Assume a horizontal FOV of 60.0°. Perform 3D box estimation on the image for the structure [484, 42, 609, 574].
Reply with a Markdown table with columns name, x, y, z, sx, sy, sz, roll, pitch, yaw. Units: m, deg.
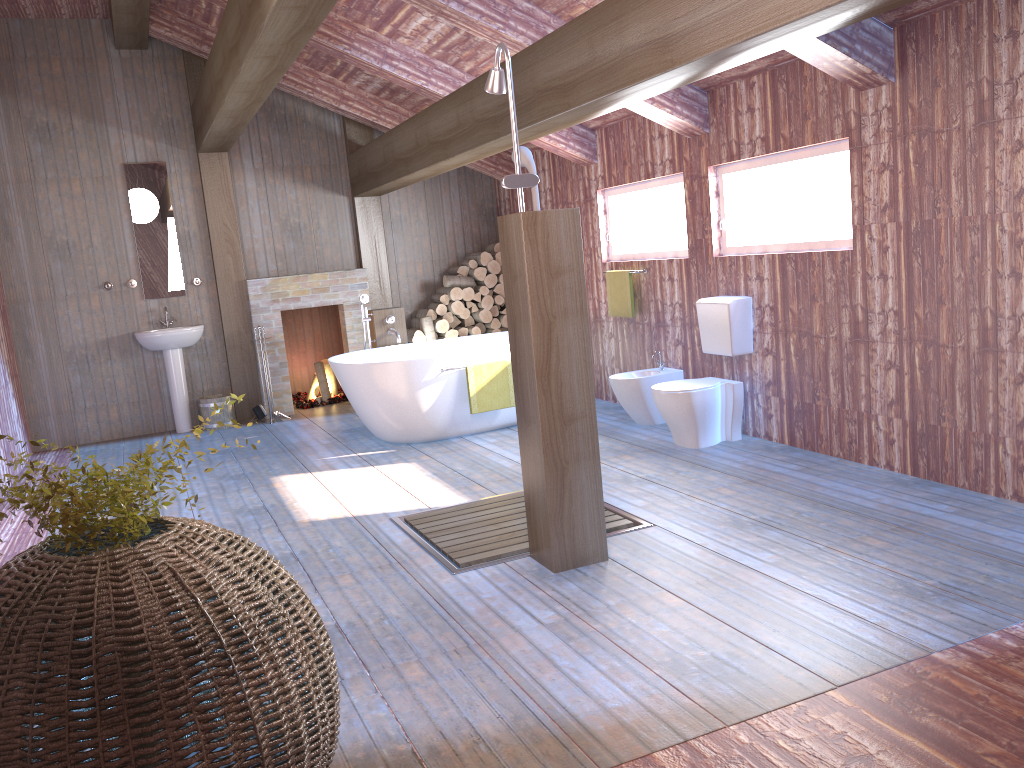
| name | x | y | z | sx | sy | sz | roll | pitch | yaw |
| --- | --- | --- | --- | --- | --- | --- | --- | --- | --- |
| structure | 0.136 | -0.334 | 3.768 | 0.328 | 2.209 | 0.522 | -6 | 8 | -2 |

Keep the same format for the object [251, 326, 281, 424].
| name | x | y | z | sx | sy | sz | roll | pitch | yaw |
| --- | --- | --- | --- | --- | --- | --- | --- | --- | --- |
| object | -2.286 | -0.092 | 8.121 | 0.276 | 0.888 | 0.333 | -3 | 9 | 19 |

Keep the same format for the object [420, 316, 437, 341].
| name | x | y | z | sx | sy | sz | roll | pitch | yaw |
| --- | --- | --- | --- | --- | --- | --- | --- | --- | --- |
| object | -0.806 | -0.508 | 8.594 | 0.147 | 0.298 | 0.109 | -9 | 9 | -19 |

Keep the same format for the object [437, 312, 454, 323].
| name | x | y | z | sx | sy | sz | roll | pitch | yaw |
| --- | --- | --- | --- | --- | --- | --- | --- | --- | --- |
| object | -0.687 | -0.664 | 8.826 | 0.111 | 0.113 | 0.301 | -9 | 9 | -23 |

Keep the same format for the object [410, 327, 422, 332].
| name | x | y | z | sx | sy | sz | roll | pitch | yaw |
| --- | --- | --- | --- | --- | --- | --- | --- | --- | --- |
| object | -0.943 | -0.516 | 8.839 | 0.099 | 0.093 | 0.280 | -9 | 9 | -21 |

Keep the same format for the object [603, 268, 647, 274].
| name | x | y | z | sx | sy | sz | roll | pitch | yaw |
| --- | --- | --- | --- | --- | --- | --- | --- | --- | --- |
| object | 0.860 | -0.870 | 6.887 | 0.091 | 0.043 | 0.581 | -9 | 9 | -22 |

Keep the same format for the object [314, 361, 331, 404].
| name | x | y | z | sx | sy | sz | roll | pitch | yaw |
| --- | --- | --- | --- | --- | --- | --- | --- | --- | --- |
| object | -1.899 | -0.008 | 8.917 | 0.098 | 0.434 | 0.283 | -9 | 9 | -24 |

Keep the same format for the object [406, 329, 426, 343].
| name | x | y | z | sx | sy | sz | roll | pitch | yaw |
| --- | --- | --- | --- | --- | --- | --- | --- | --- | --- |
| object | -0.987 | -0.469 | 8.718 | 0.139 | 0.137 | 0.455 | -9 | 9 | -24 |

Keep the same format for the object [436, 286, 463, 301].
| name | x | y | z | sx | sy | sz | roll | pitch | yaw |
| --- | --- | --- | --- | --- | --- | --- | --- | --- | --- |
| object | -0.621 | -0.901 | 8.822 | 0.135 | 0.145 | 0.439 | -9 | 9 | -22 |

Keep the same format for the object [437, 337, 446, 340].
| name | x | y | z | sx | sy | sz | roll | pitch | yaw |
| --- | --- | --- | --- | --- | --- | --- | --- | --- | --- |
| object | -0.779 | -0.384 | 8.833 | 0.155 | 0.174 | 0.483 | -9 | 9 | -24 |

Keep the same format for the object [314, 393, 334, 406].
| name | x | y | z | sx | sy | sz | roll | pitch | yaw |
| --- | --- | --- | --- | --- | --- | --- | --- | --- | --- |
| object | -1.894 | 0.153 | 8.947 | 0.085 | 0.084 | 0.278 | -2 | 9 | 24 |

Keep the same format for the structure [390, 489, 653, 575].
| name | x | y | z | sx | sy | sz | roll | pitch | yaw |
| --- | --- | --- | --- | --- | --- | --- | --- | --- | --- |
| structure | 0.011 | 0.711 | 4.422 | 1.000 | 0.067 | 1.000 | -9 | 9 | -22 |

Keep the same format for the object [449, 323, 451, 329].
| name | x | y | z | sx | sy | sz | roll | pitch | yaw |
| --- | --- | --- | --- | --- | --- | --- | --- | --- | --- |
| object | -0.673 | -0.585 | 8.841 | 0.064 | 0.068 | 0.174 | -9 | 9 | -23 |

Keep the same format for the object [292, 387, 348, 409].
| name | x | y | z | sx | sy | sz | roll | pitch | yaw |
| --- | --- | --- | --- | --- | --- | --- | --- | --- | --- |
| object | -1.999 | 0.134 | 9.239 | 0.829 | 0.085 | 0.935 | -13 | 11 | -40 |

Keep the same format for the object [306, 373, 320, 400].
| name | x | y | z | sx | sy | sz | roll | pitch | yaw |
| --- | --- | --- | --- | --- | --- | --- | --- | --- | --- |
| object | -2.009 | 0.039 | 9.056 | 0.221 | 0.306 | 0.121 | -5 | 9 | 5 |

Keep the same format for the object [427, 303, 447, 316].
| name | x | y | z | sx | sy | sz | roll | pitch | yaw |
| --- | --- | --- | --- | --- | --- | --- | --- | --- | --- |
| object | -0.741 | -0.742 | 8.776 | 0.115 | 0.123 | 0.291 | -9 | 9 | -21 |

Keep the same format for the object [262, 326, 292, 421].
| name | x | y | z | sx | sy | sz | roll | pitch | yaw |
| --- | --- | --- | --- | --- | --- | --- | --- | --- | --- |
| object | -2.191 | -0.094 | 8.092 | 0.206 | 0.871 | 0.126 | -2 | 9 | 20 |

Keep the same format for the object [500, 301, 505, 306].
| name | x | y | z | sx | sy | sz | roll | pitch | yaw |
| --- | --- | --- | --- | --- | --- | --- | --- | --- | --- |
| object | -0.133 | -0.825 | 9.025 | 0.067 | 0.069 | 0.177 | -9 | 9 | -22 |

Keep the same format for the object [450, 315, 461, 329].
| name | x | y | z | sx | sy | sz | roll | pitch | yaw |
| --- | --- | --- | --- | --- | --- | --- | --- | --- | --- |
| object | -0.624 | -0.637 | 8.951 | 0.128 | 0.150 | 0.323 | -9 | 9 | -22 |

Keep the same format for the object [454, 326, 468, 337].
| name | x | y | z | sx | sy | sz | roll | pitch | yaw |
| --- | --- | --- | --- | --- | --- | --- | --- | --- | --- |
| object | -0.539 | -0.521 | 8.899 | 0.114 | 0.120 | 0.303 | -9 | 9 | -21 |

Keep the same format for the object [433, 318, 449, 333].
| name | x | y | z | sx | sy | sz | roll | pitch | yaw |
| --- | --- | --- | --- | --- | --- | --- | --- | --- | --- |
| object | -0.758 | -0.586 | 8.794 | 0.138 | 0.147 | 0.440 | -9 | 9 | -22 |

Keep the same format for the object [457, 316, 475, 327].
| name | x | y | z | sx | sy | sz | roll | pitch | yaw |
| --- | --- | --- | --- | --- | --- | --- | --- | --- | --- |
| object | -0.486 | -0.644 | 9.012 | 0.104 | 0.127 | 0.321 | -9 | 9 | -22 |

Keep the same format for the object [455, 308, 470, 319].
| name | x | y | z | sx | sy | sz | roll | pitch | yaw |
| --- | --- | --- | --- | --- | --- | --- | --- | --- | --- |
| object | -0.521 | -0.714 | 8.877 | 0.115 | 0.123 | 0.291 | -9 | 9 | -21 |

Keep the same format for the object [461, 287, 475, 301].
| name | x | y | z | sx | sy | sz | roll | pitch | yaw |
| --- | --- | --- | --- | --- | --- | --- | --- | --- | --- |
| object | -0.515 | -0.904 | 8.868 | 0.138 | 0.147 | 0.440 | -9 | 9 | -22 |

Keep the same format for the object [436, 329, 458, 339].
| name | x | y | z | sx | sy | sz | roll | pitch | yaw |
| --- | --- | --- | --- | --- | --- | --- | --- | --- | --- |
| object | -0.673 | -0.493 | 8.857 | 0.139 | 0.148 | 0.458 | -9 | 9 | -22 |

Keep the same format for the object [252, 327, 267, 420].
| name | x | y | z | sx | sy | sz | roll | pitch | yaw |
| --- | --- | --- | --- | --- | --- | --- | --- | --- | --- |
| object | -2.331 | -0.087 | 8.046 | 0.136 | 0.846 | 0.062 | -13 | 11 | -41 |

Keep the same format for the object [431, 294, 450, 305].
| name | x | y | z | sx | sy | sz | roll | pitch | yaw |
| --- | --- | --- | --- | --- | --- | --- | --- | --- | --- |
| object | -0.707 | -0.840 | 8.797 | 0.106 | 0.112 | 0.282 | -9 | 9 | -21 |

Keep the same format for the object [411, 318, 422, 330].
| name | x | y | z | sx | sy | sz | roll | pitch | yaw |
| --- | --- | --- | --- | --- | --- | --- | --- | --- | --- |
| object | -0.914 | -0.603 | 8.844 | 0.108 | 0.113 | 0.302 | -9 | 9 | -22 |

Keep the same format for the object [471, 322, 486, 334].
| name | x | y | z | sx | sy | sz | roll | pitch | yaw |
| --- | --- | --- | --- | --- | --- | --- | --- | --- | --- |
| object | -0.381 | -0.575 | 9.065 | 0.116 | 0.118 | 0.289 | -9 | 9 | -24 |

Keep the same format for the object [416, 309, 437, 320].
| name | x | y | z | sx | sy | sz | roll | pitch | yaw |
| --- | --- | --- | --- | --- | --- | --- | --- | --- | --- |
| object | -0.851 | -0.687 | 8.787 | 0.114 | 0.113 | 0.301 | -9 | 9 | -24 |

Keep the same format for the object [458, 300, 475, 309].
| name | x | y | z | sx | sy | sz | roll | pitch | yaw |
| --- | --- | --- | --- | --- | --- | --- | --- | --- | --- |
| object | -0.463 | -0.801 | 8.896 | 0.088 | 0.092 | 0.280 | -9 | 9 | -21 |

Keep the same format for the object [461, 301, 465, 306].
| name | x | y | z | sx | sy | sz | roll | pitch | yaw |
| --- | --- | --- | --- | --- | --- | --- | --- | --- | --- |
| object | -0.527 | -0.797 | 8.852 | 0.057 | 0.061 | 0.156 | -9 | 9 | -23 |

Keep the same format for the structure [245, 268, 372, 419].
| name | x | y | z | sx | sy | sz | roll | pitch | yaw |
| --- | --- | --- | --- | --- | --- | --- | --- | --- | --- |
| structure | -1.895 | -0.395 | 8.519 | 1.130 | 1.330 | 0.226 | -9 | 9 | -22 |

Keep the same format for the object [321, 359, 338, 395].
| name | x | y | z | sx | sy | sz | roll | pitch | yaw |
| --- | --- | --- | --- | --- | --- | --- | --- | --- | --- |
| object | -1.888 | -0.032 | 9.169 | 0.140 | 0.459 | 0.266 | -6 | 9 | -5 |

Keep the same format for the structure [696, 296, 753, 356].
| name | x | y | z | sx | sy | sz | roll | pitch | yaw |
| --- | --- | --- | --- | --- | --- | --- | --- | --- | --- |
| structure | 1.364 | -0.375 | 5.688 | 0.182 | 0.363 | 0.358 | -9 | 9 | -21 |

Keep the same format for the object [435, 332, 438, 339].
| name | x | y | z | sx | sy | sz | roll | pitch | yaw |
| --- | --- | --- | --- | --- | --- | --- | --- | --- | --- |
| object | -0.843 | -0.489 | 8.869 | 0.121 | 0.124 | 0.291 | -9 | 9 | -21 |

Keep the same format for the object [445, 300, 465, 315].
| name | x | y | z | sx | sy | sz | roll | pitch | yaw |
| --- | --- | --- | --- | --- | --- | --- | --- | --- | --- |
| object | -0.617 | -0.764 | 8.832 | 0.141 | 0.143 | 0.437 | -9 | 9 | -24 |

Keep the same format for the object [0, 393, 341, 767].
| name | x | y | z | sx | sy | sz | roll | pitch | yaw |
| --- | --- | --- | --- | --- | --- | --- | --- | --- | --- |
| object | -0.938 | 0.594 | 2.150 | 0.972 | 1.073 | 0.970 | -13 | 11 | -41 |

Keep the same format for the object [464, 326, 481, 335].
| name | x | y | z | sx | sy | sz | roll | pitch | yaw |
| --- | --- | --- | --- | --- | --- | --- | --- | --- | --- |
| object | -0.443 | -0.539 | 8.933 | 0.098 | 0.100 | 0.437 | -9 | 9 | -24 |
